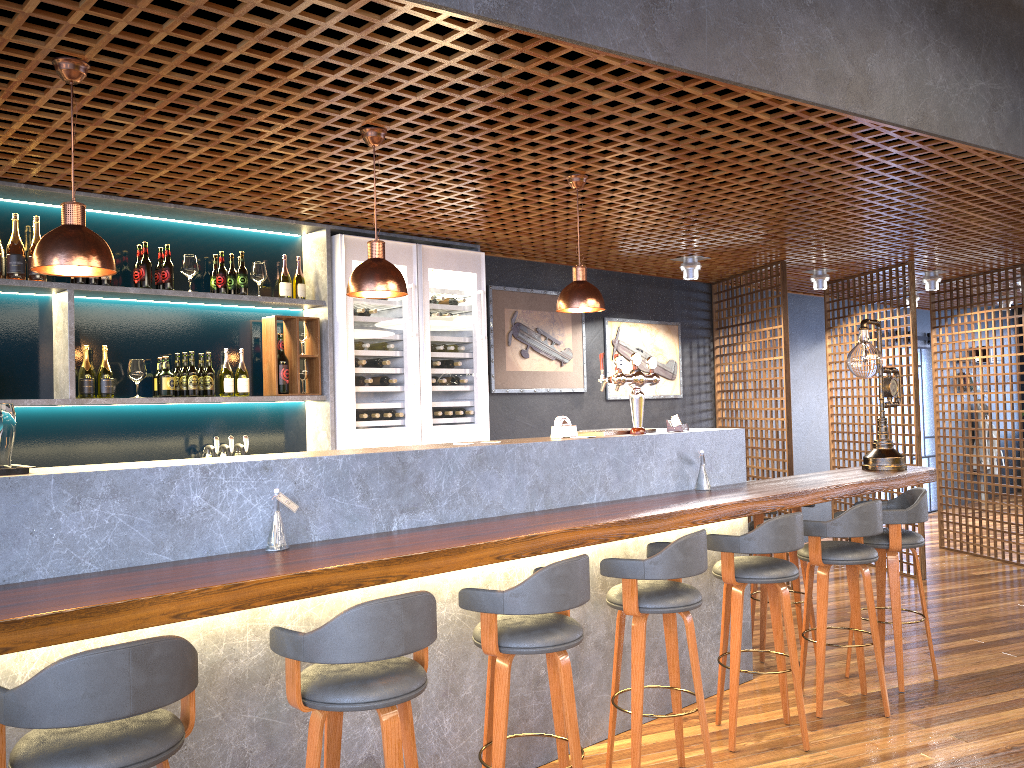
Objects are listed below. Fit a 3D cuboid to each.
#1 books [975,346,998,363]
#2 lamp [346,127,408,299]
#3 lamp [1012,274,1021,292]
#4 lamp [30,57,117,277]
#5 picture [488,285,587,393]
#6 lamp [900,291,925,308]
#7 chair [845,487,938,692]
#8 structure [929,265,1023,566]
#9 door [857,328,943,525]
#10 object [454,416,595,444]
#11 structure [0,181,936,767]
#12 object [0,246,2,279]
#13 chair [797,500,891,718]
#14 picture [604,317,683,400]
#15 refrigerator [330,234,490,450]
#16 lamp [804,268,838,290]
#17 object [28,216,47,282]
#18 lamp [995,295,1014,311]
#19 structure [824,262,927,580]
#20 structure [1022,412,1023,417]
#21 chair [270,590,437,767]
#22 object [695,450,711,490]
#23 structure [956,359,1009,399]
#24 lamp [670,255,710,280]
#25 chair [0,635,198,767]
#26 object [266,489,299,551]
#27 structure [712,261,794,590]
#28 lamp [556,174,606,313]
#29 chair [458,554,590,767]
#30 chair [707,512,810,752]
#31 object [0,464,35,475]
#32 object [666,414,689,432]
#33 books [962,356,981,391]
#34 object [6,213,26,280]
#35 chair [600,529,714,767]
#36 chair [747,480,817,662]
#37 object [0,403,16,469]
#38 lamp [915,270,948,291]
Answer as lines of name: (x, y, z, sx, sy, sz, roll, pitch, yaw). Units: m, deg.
books: (6.964, -0.431, 13.022, 0.450, 0.245, 0.177, 0, -2, -42)
lamp: (-0.559, -0.700, 3.628, 0.250, 0.673, 0.250, -1, -1, -10)
lamp: (5.023, -0.985, 8.652, 0.228, 0.172, 0.228, 0, -2, -42)
lamp: (-1.412, -0.696, 2.850, 0.250, 0.673, 0.250, -1, -1, -10)
picture: (0.220, -0.337, 6.984, 1.039, 0.809, 0.028, 0, -2, -42)
lamp: (6.413, 0.174, 5.628, 3.017, 2.714, 9.057, 0, -2, -42)
chair: (2.077, 1.105, 4.908, 0.438, 1.048, 0.483, -3, -2, 39)
structure: (4.490, 0.303, 8.449, 0.050, 2.700, 1.319, -1, -1, -12)
door: (5.031, 0.508, 11.315, 2.441, 2.386, 0.052, 0, -2, -42)
object: (0.071, 0.207, 4.072, 0.766, 0.106, 0.200, 0, -2, -42)
structure: (-1.584, 0.343, 3.505, 9.298, 2.700, 2.700, 0, -2, -42)
object: (-2.502, -0.667, 4.265, 0.084, 0.330, 0.084, -1, -2, -36)
chair: (1.649, 1.106, 4.504, 0.483, 1.048, 0.438, -1, -1, -14)
picture: (1.182, -0.218, 7.854, 1.039, 0.697, 0.028, 0, -2, -42)
refrigerator: (-0.703, 0.146, 5.867, 1.159, 2.109, 0.454, 0, -2, -42)
lamp: (2.779, -0.941, 8.002, 0.228, 0.172, 0.228, 0, -2, -42)
object: (-2.355, -0.668, 4.397, 0.084, 0.330, 0.084, -1, -2, -36)
lamp: (5.856, -0.961, 10.532, 0.228, 0.172, 0.228, 0, -2, -42)
structure: (3.314, 0.328, 8.191, 0.050, 2.700, 1.319, -1, -1, -12)
structure: (8.197, 0.791, 13.186, 1.166, 1.763, 0.993, -2, -2, 18)
chair: (-0.450, 1.115, 2.591, 0.483, 1.048, 0.438, -1, -1, -14)
object: (0.990, 0.448, 4.621, 0.069, 0.203, 0.114, -1, -1, -8)
structure: (6.833, -0.070, 12.821, 1.220, 0.563, 0.293, 0, -2, -42)
lamp: (1.433, -0.927, 7.112, 0.228, 0.172, 0.228, 0, -2, -42)
chair: (-0.992, 1.119, 2.171, 0.438, 1.048, 0.483, -2, -2, 19)
object: (-0.785, 0.455, 2.995, 0.069, 0.203, 0.114, -3, -2, 37)
structure: (2.139, 0.354, 7.934, 0.050, 2.700, 1.319, -1, -1, -12)
lamp: (0.334, -0.704, 4.442, 0.250, 0.673, 0.250, -1, -1, -10)
chair: (0.066, 1.114, 3.115, 0.438, 1.048, 0.483, -2, -1, 8)
chair: (1.144, 1.111, 4.134, 0.438, 1.048, 0.483, -2, -2, 19)
object: (-1.664, 0.261, 2.588, 0.437, 0.019, 0.273, 0, -2, -42)
object: (0.897, 0.210, 4.797, 0.091, 0.091, 0.177, -2, -2, 23)
books: (6.479, -0.142, 12.555, 0.223, 0.489, 0.286, -3, -2, 39)
object: (-2.424, -0.668, 4.331, 0.084, 0.330, 0.084, -1, -2, -36)
chair: (0.574, 1.113, 3.607, 0.483, 1.048, 0.438, -1, -2, -28)
chair: (1.642, 1.130, 5.442, 0.438, 1.048, 0.483, -2, -2, 19)
object: (-1.522, 0.162, 2.615, 0.105, 0.209, 0.105, -1, -1, -7)
lamp: (3.928, -0.965, 8.298, 0.228, 0.172, 0.228, 0, -2, -42)
